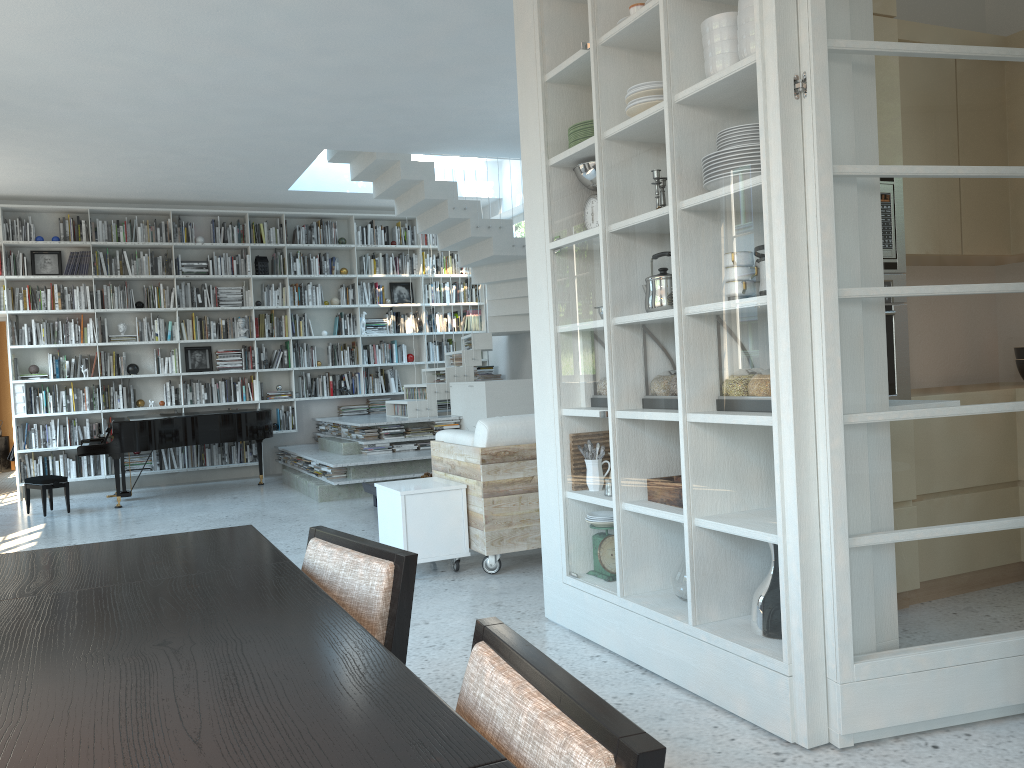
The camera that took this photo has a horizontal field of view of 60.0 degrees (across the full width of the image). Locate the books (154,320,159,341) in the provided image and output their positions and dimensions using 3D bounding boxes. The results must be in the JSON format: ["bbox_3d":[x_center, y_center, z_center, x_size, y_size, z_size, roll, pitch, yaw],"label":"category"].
[{"bbox_3d":[-4.055,-0.601,10.108,0.028,0.247,0.170,-4,2,-25],"label":"books"}]

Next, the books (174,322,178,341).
[{"bbox_3d":[-3.872,-0.598,10.211,0.026,0.217,0.126,-4,2,-25],"label":"books"}]

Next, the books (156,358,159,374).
[{"bbox_3d":[-4.048,-0.203,10.117,0.025,0.186,0.154,-4,1,-25],"label":"books"}]

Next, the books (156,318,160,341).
[{"bbox_3d":[-4.034,-0.612,10.107,0.012,0.265,0.193,-4,1,-25],"label":"books"}]

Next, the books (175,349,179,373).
[{"bbox_3d":[-3.859,-0.262,10.195,0.021,0.282,0.162,-4,2,-25],"label":"books"}]

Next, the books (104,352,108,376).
[{"bbox_3d":[-4.538,-0.219,9.902,0.026,0.275,0.154,-4,2,-25],"label":"books"}]

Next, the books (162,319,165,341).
[{"bbox_3d":[-3.999,-0.610,10.156,0.022,0.256,0.152,-4,2,-25],"label":"books"}]

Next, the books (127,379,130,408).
[{"bbox_3d":[-4.322,0.109,9.988,0.050,0.328,0.166,-4,2,-25],"label":"books"}]

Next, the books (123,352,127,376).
[{"bbox_3d":[-4.362,-0.225,9.986,0.028,0.266,0.144,-4,2,-25],"label":"books"}]

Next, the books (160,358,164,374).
[{"bbox_3d":[-4.008,-0.204,10.151,0.030,0.183,0.154,-4,1,-25],"label":"books"}]

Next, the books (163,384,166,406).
[{"bbox_3d":[-3.979,0.125,10.159,0.012,0.254,0.161,-4,2,-25],"label":"books"}]

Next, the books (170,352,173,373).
[{"bbox_3d":[-3.908,-0.241,10.173,0.012,0.244,0.171,-4,2,-25],"label":"books"}]

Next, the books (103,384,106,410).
[{"bbox_3d":[-4.543,0.144,9.893,0.013,0.283,0.146,-4,2,-25],"label":"books"}]

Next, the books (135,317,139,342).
[{"bbox_3d":[-4.239,-0.610,10.024,0.012,0.285,0.159,-4,2,-25],"label":"books"}]

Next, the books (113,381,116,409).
[{"bbox_3d":[-4.454,0.124,9.929,0.014,0.313,0.166,-4,2,-25],"label":"books"}]

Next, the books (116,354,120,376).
[{"bbox_3d":[-4.426,-0.212,9.967,0.028,0.248,0.142,-4,2,-25],"label":"books"}]

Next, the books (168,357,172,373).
[{"bbox_3d":[-3.927,-0.212,10.176,0.024,0.188,0.172,-4,1,-25],"label":"books"}]

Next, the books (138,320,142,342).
[{"bbox_3d":[-4.208,-0.592,10.033,0.030,0.247,0.174,-4,2,-25],"label":"books"}]

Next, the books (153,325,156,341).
[{"bbox_3d":[-4.086,-0.571,10.115,0.025,0.189,0.140,-4,1,-25],"label":"books"}]

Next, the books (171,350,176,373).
[{"bbox_3d":[-3.894,-0.254,10.187,0.027,0.269,0.178,-4,2,-25],"label":"books"}]

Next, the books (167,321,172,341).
[{"bbox_3d":[-3.928,-0.599,10.163,0.060,0.227,0.179,-4,1,-25],"label":"books"}]

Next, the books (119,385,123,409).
[{"bbox_3d":[-4.392,0.142,9.955,0.027,0.269,0.185,-4,2,-25],"label":"books"}]

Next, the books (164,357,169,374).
[{"bbox_3d":[-3.962,-0.210,10.155,0.057,0.188,0.156,-4,1,-25],"label":"books"}]

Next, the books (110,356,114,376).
[{"bbox_3d":[-4.480,-0.199,9.925,0.025,0.228,0.153,-4,2,-25],"label":"books"}]

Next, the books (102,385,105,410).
[{"bbox_3d":[-4.559,0.149,9.897,0.013,0.275,0.147,-4,2,-25],"label":"books"}]

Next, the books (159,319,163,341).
[{"bbox_3d":[-4.011,-0.610,10.128,0.023,0.260,0.170,-4,2,-25],"label":"books"}]

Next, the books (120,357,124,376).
[{"bbox_3d":[-4.380,-0.199,9.962,0.028,0.216,0.175,-4,1,-25],"label":"books"}]

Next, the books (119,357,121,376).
[{"bbox_3d":[-4.399,-0.193,9.957,0.011,0.208,0.180,-4,1,-25],"label":"books"}]

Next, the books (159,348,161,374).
[{"bbox_3d":[-4.027,-0.261,10.135,0.012,0.298,0.166,-4,2,-25],"label":"books"}]

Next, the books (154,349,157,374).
[{"bbox_3d":[-4.069,-0.252,10.111,0.012,0.285,0.159,-4,2,-25],"label":"books"}]

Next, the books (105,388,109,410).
[{"bbox_3d":[-4.521,0.165,9.900,0.030,0.239,0.157,-4,2,-25],"label":"books"}]

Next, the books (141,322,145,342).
[{"bbox_3d":[-4.195,-0.583,10.070,0.024,0.227,0.137,-4,2,-25],"label":"books"}]

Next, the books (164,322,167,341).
[{"bbox_3d":[-3.977,-0.592,10.166,0.026,0.219,0.150,-4,2,-25],"label":"books"}]

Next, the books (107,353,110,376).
[{"bbox_3d":[-4.507,-0.215,9.908,0.036,0.263,0.166,-4,2,-25],"label":"books"}]

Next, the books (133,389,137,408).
[{"bbox_3d":[-4.266,0.163,10.028,0.023,0.212,0.160,-4,1,-25],"label":"books"}]

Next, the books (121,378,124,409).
[{"bbox_3d":[-4.386,0.107,9.985,0.013,0.339,0.138,-4,2,-25],"label":"books"}]

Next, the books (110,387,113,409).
[{"bbox_3d":[-4.478,0.158,9.920,0.042,0.248,0.162,-4,2,-25],"label":"books"}]

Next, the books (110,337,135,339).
[{"bbox_3d":[-4.380,-0.514,9.970,0.254,0.012,0.161,-3,1,-28],"label":"books"}]

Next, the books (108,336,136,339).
[{"bbox_3d":[-4.382,-0.526,9.972,0.285,0.012,0.159,-3,1,-23],"label":"books"}]

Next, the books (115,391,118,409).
[{"bbox_3d":[-4.436,0.182,9.943,0.024,0.196,0.157,-4,1,-25],"label":"books"}]

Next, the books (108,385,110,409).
[{"bbox_3d":[-4.500,0.147,9.901,0.012,0.272,0.181,-4,2,-25],"label":"books"}]

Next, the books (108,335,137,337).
[{"bbox_3d":[-4.380,-0.538,9.967,0.285,0.012,0.159,-3,1,-29],"label":"books"}]

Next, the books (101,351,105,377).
[{"bbox_3d":[-4.559,-0.222,9.887,0.025,0.284,0.145,-4,2,-25],"label":"books"}]

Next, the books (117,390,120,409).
[{"bbox_3d":[-4.414,0.171,9.949,0.021,0.215,0.172,-4,1,-25],"label":"books"}]

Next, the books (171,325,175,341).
[{"bbox_3d":[-3.894,-0.578,10.198,0.027,0.181,0.142,-4,1,-25],"label":"books"}]

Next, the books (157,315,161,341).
[{"bbox_3d":[-4.028,-0.630,10.119,0.011,0.301,0.178,-4,2,-25],"label":"books"}]

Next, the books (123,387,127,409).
[{"bbox_3d":[-4.361,0.154,9.988,0.028,0.241,0.135,-4,2,-25],"label":"books"}]

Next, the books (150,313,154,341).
[{"bbox_3d":[-4.099,-0.640,10.093,0.010,0.329,0.173,-4,2,-25],"label":"books"}]

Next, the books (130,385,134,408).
[{"bbox_3d":[-4.284,0.140,10.003,0.027,0.261,0.163,-4,2,-25],"label":"books"}]

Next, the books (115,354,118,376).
[{"bbox_3d":[-4.438,-0.209,9.943,0.014,0.244,0.153,-4,2,-25],"label":"books"}]

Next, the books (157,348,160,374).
[{"bbox_3d":[-4.039,-0.257,10.133,0.011,0.292,0.156,-4,2,-25],"label":"books"}]

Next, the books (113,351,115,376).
[{"bbox_3d":[-4.449,-0.223,9.916,0.026,0.274,0.190,-4,2,-25],"label":"books"}]

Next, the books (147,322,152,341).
[{"bbox_3d":[-4.126,-0.586,10.090,0.048,0.225,0.149,-4,2,-25],"label":"books"}]

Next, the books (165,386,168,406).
[{"bbox_3d":[-3.969,0.139,10.172,0.015,0.225,0.148,-4,2,-25],"label":"books"}]

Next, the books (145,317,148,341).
[{"bbox_3d":[-4.149,-0.615,10.062,0.012,0.286,0.167,-4,2,-25],"label":"books"}]

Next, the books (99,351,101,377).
[{"bbox_3d":[-4.591,-0.221,9.883,0.012,0.285,0.159,-4,2,-25],"label":"books"}]

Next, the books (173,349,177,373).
[{"bbox_3d":[-3.873,-0.260,10.186,0.011,0.279,0.187,-4,2,-25],"label":"books"}]

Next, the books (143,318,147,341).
[{"bbox_3d":[-4.169,-0.605,10.066,0.022,0.267,0.151,-4,2,-25],"label":"books"}]

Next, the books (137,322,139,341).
[{"bbox_3d":[-4.233,-0.583,10.042,0.010,0.232,0.154,-4,2,-25],"label":"books"}]
